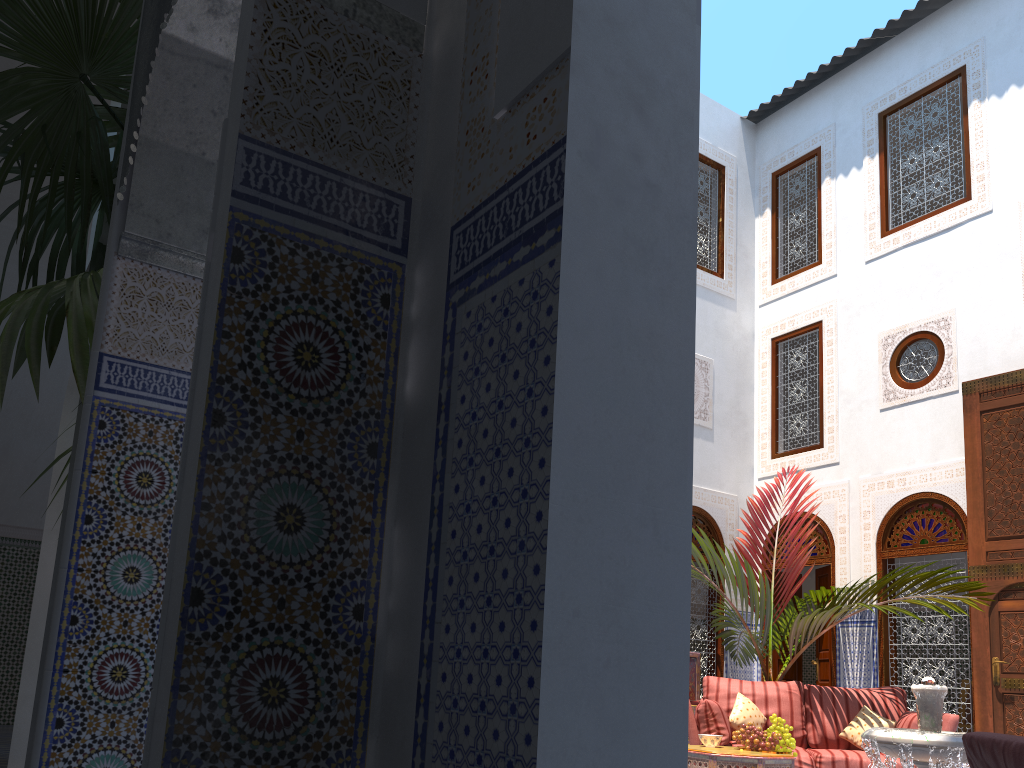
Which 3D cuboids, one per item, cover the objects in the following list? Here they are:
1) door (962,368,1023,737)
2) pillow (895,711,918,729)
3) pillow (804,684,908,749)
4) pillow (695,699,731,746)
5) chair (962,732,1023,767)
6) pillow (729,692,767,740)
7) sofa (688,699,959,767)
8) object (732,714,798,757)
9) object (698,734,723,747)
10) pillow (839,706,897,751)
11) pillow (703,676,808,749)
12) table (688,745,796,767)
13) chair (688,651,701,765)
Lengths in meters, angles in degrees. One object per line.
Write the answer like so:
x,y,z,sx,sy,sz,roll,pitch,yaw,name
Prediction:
2.875,1.127,4.909,0.125,2.443,0.591,11,-14,-36,door
2.042,1.787,4.448,0.187,0.235,0.411,0,-17,12,pillow
1.910,1.848,4.832,0.560,0.364,0.331,0,-15,12,pillow
1.063,1.803,4.644,0.187,0.245,0.394,0,-17,13,pillow
1.071,0.722,1.033,0.811,0.525,0.753,0,-16,12,chair
1.266,1.796,4.701,0.307,0.266,0.136,13,-15,-31,pillow
1.581,1.998,4.701,1.360,0.525,0.759,-1,-17,12,sofa
1.208,1.691,4.178,0.309,0.232,0.222,-9,-19,36,object
0.971,1.746,4.285,0.118,0.055,0.122,2,-17,4,object
1.875,1.814,4.613,0.148,0.228,0.272,11,-17,-30,pillow
1.357,1.856,4.940,0.581,0.380,0.301,0,-14,12,pillow
1.046,1.892,4.130,0.545,0.314,0.549,14,-20,-31,table
1.211,2.153,5.713,0.491,1.049,0.513,11,-14,-32,chair
